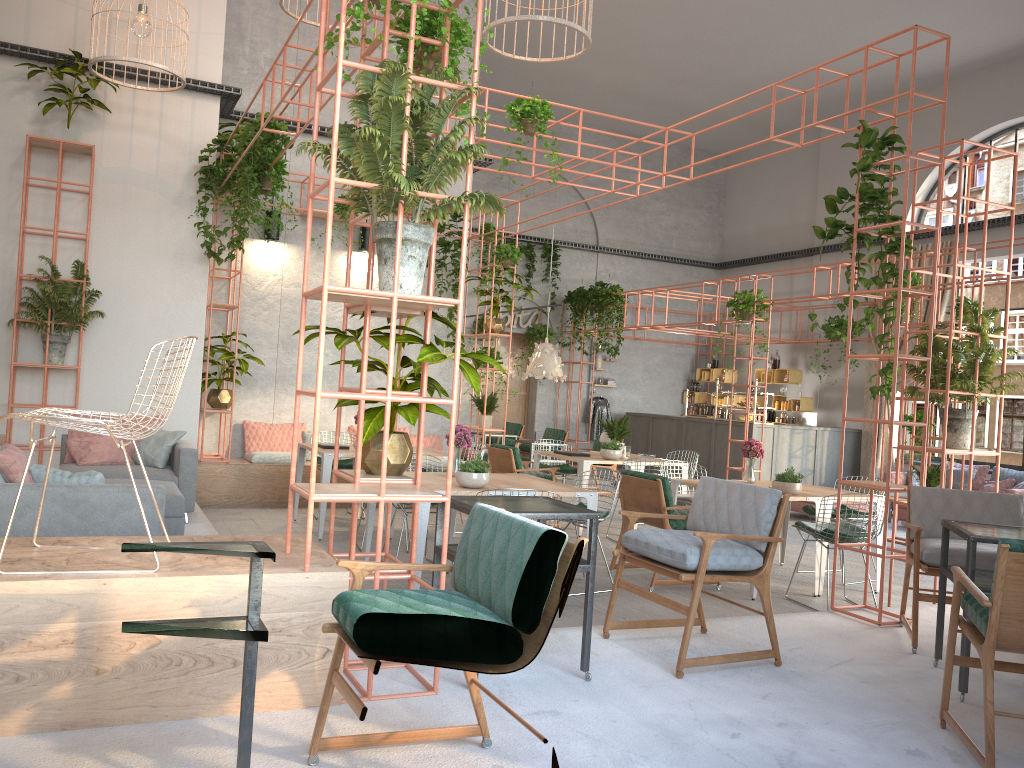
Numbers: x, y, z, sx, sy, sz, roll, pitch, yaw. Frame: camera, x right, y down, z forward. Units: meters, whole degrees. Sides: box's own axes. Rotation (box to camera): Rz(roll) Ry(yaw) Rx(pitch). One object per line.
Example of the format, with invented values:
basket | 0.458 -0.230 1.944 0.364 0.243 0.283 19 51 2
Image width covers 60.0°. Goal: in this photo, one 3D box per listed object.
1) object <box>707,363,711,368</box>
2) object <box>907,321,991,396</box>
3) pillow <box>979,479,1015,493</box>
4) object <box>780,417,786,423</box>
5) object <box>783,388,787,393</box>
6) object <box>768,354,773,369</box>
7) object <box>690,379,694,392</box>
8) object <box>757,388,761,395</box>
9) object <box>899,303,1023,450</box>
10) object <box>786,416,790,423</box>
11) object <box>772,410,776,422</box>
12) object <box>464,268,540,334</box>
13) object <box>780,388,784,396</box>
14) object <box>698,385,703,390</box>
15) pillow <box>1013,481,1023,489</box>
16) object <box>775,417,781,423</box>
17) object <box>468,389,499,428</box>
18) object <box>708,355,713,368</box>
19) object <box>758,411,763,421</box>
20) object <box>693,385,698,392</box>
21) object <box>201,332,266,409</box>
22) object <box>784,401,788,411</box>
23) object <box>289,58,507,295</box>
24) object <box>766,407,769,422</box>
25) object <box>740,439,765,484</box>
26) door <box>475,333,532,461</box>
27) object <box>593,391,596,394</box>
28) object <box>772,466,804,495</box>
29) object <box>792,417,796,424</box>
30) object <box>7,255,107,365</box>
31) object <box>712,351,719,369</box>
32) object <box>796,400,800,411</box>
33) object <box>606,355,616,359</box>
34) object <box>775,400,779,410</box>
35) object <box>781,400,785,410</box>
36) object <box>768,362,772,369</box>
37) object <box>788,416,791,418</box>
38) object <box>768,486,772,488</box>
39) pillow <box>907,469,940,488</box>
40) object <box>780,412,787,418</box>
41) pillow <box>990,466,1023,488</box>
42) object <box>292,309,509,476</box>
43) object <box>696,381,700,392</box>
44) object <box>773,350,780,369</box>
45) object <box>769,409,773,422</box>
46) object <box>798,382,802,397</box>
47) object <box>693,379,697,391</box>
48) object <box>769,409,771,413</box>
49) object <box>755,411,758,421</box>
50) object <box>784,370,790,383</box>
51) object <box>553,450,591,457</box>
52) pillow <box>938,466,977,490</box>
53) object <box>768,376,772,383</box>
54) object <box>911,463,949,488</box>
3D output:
object | 4.297 -0.402 19.323 0.088 0.123 0.088 3 0 31
object | 5.154 -0.292 10.461 0.923 0.946 0.924 3 0 31
pillow | 6.968 1.508 12.808 0.441 0.317 0.479 4 -1 -44
object | 5.246 0.700 17.157 0.115 0.107 0.115 3 0 31
object | 5.290 0.152 17.174 0.083 0.159 0.083 4 0 20
object | 5.208 -0.444 17.807 0.134 0.301 0.134 4 -1 -36
object | 4.030 0.024 19.843 0.066 0.291 0.066 3 0 35
object | 5.016 0.146 18.070 0.115 0.147 0.115 4 0 -16
object | 3.446 -0.052 6.821 0.894 1.100 0.900 4 0 4
object | 5.333 0.693 17.110 0.073 0.131 0.073 4 0 -32
object | 5.211 0.610 17.646 0.074 0.287 0.072 4 0 7
object | -0.137 -1.128 11.804 0.934 0.947 0.903 3 0 26
object | 5.252 0.150 17.257 0.083 0.159 0.083 4 0 20
object | 4.202 0.107 19.808 0.115 0.147 0.115 4 0 20
pillow | 7.111 1.495 12.376 0.308 0.349 0.495 3 0 25
object | 5.191 0.697 17.275 0.115 0.107 0.115 4 0 -28
object | -0.359 0.328 11.825 0.438 0.527 0.368 4 0 -25
object | 4.395 -0.484 19.545 0.134 0.301 0.134 4 -1 -36
object | 4.980 0.616 17.731 0.072 0.248 0.094 4 0 -25
object | 4.084 0.099 19.753 0.115 0.147 0.115 4 0 20
object | -3.377 -0.171 10.341 0.934 0.919 0.903 3 -1 36
object | 5.283 0.417 17.076 0.069 0.191 0.069 4 0 -8
object | -0.468 -0.940 3.962 0.894 1.101 0.900 3 0 29
object | 5.060 0.598 17.565 0.066 0.291 0.066 4 -1 -41
object | 2.225 0.714 8.234 0.213 0.414 0.225 4 0 -33
door | -0.378 0.272 18.933 1.360 2.729 0.551 4 0 -25
object | 1.762 0.191 19.091 0.093 0.121 0.049 4 0 -23
object | 2.309 0.810 7.440 0.247 0.247 0.252 4 0 -25
object | 5.460 0.702 17.176 0.073 0.131 0.073 4 0 -32
object | -4.675 -0.747 9.125 0.894 1.097 0.900 4 0 4
object | 4.447 -0.524 19.357 0.134 0.386 0.134 4 0 9
object | 5.453 0.418 16.815 0.131 0.207 0.131 4 0 20
object | 2.148 -0.588 19.204 0.263 0.101 0.013 4 0 -25
object | 5.176 0.412 17.306 0.069 0.191 0.069 4 0 -13
object | 5.245 0.415 17.158 0.069 0.191 0.069 4 0 10
object | 5.110 -0.362 17.585 0.088 0.123 0.088 3 0 31
object | 5.404 0.699 17.296 0.073 0.131 0.073 3 -1 36
object | 2.296 0.896 7.734 0.115 0.073 0.115 4 0 -31
pillow | 6.373 1.490 13.675 0.500 0.324 0.307 4 0 10
object | 5.285 0.598 17.243 0.115 0.107 0.115 3 0 31
pillow | 7.265 1.462 12.815 0.273 0.476 0.836 4 0 -25
object | -0.544 -0.004 4.399 0.934 0.923 0.903 3 0 31
object | 4.174 0.034 19.909 0.066 0.291 0.066 4 0 15
object | 5.260 -0.484 17.618 0.134 0.386 0.134 4 -1 -36
object | 5.139 0.608 17.609 0.065 0.280 0.065 4 0 18
object | 5.517 0.108 16.989 0.075 0.273 0.075 4 -1 -36
object | 4.099 0.029 19.877 0.066 0.291 0.066 4 0 -19
object | 5.173 0.629 17.823 0.072 0.248 0.094 4 0 -25
object | 4.928 0.628 17.827 0.073 0.219 0.105 4 0 -19
object | 5.363 -0.135 17.249 0.137 0.261 0.137 4 0 11
object | 0.696 0.810 10.328 0.268 0.031 0.427 4 0 -25
pillow | 6.748 1.464 13.588 0.289 0.385 0.666 4 0 -25
object | 5.142 -0.088 17.566 0.123 0.142 0.141 4 0 -25
object | 4.958 1.165 10.501 0.438 0.527 0.368 4 0 -25
